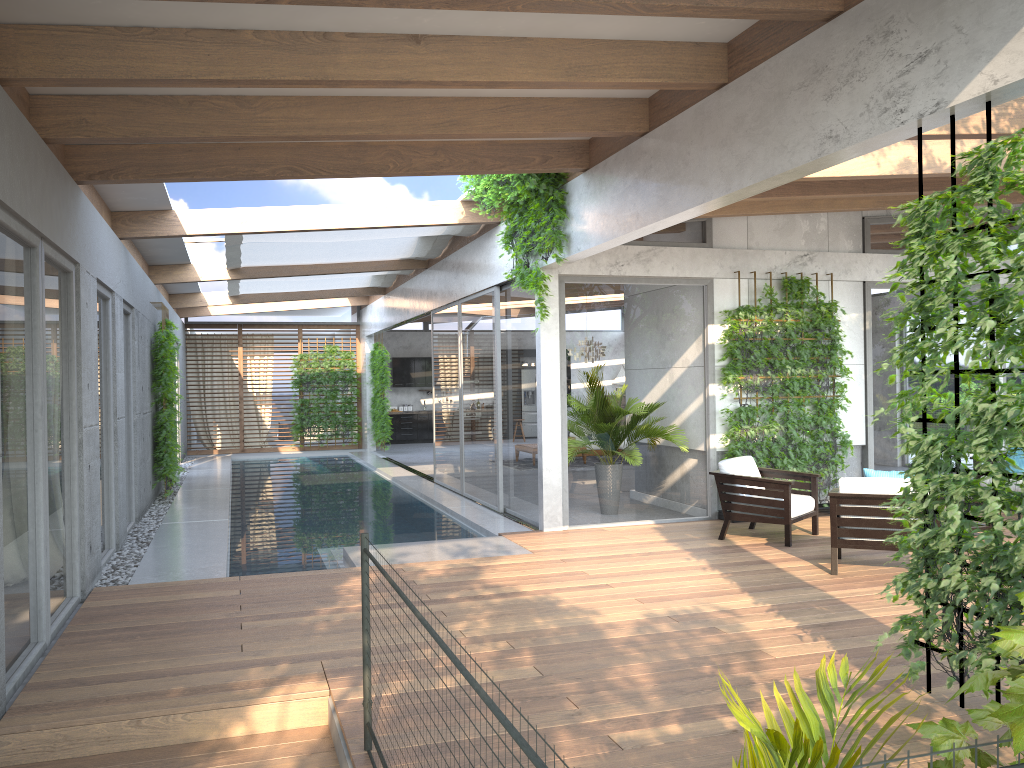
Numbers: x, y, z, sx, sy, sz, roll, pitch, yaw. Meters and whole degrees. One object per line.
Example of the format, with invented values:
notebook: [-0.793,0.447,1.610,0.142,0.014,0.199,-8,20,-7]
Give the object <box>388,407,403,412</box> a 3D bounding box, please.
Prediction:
object: [-3.167,0.675,23.646,0.381,0.134,0.590,-1,0,-29]

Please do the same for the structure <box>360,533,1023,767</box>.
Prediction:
structure: [7.007,1.115,10.421,15.587,3.022,31.708,-1,0,23]

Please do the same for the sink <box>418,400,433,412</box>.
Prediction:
sink: [-2.310,0.697,23.898,0.526,0.514,0.514,-1,0,-17]

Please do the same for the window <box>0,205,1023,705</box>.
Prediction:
window: [0.730,-0.337,17.466,14.294,3.764,23.280,-1,0,-17]

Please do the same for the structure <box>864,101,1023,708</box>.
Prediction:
structure: [2.132,0.116,3.602,0.500,2.687,1.807,-1,0,-17]

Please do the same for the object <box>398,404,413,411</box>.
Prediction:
object: [-2.876,0.637,23.939,0.405,0.200,0.147,-1,0,-16]

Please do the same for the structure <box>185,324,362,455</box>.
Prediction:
structure: [-5.816,0.101,21.435,4.313,3.079,0.085,-1,0,-17]

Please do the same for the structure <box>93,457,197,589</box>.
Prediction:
structure: [-5.255,1.635,13.383,0.477,0.068,13.673,-1,0,-17]

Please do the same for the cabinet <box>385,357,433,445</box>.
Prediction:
cabinet: [-1.136,0.307,24.290,5.901,2.502,0.709,-1,0,-19]

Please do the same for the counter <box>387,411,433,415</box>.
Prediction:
counter: [-2.119,0.755,23.956,3.805,0.061,0.607,-1,0,-17]

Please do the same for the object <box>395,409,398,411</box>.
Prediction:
object: [-3.072,0.696,23.515,0.072,0.057,0.083,-1,0,-42]

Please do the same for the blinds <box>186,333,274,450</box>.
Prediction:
blinds: [-6.778,0.204,21.502,2.087,2.898,0.692,-1,0,-14]

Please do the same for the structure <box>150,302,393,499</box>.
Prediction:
structure: [-4.016,0.207,16.939,2.739,2.687,10.282,-1,0,0]

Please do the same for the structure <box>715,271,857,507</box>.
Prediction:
structure: [3.082,0.086,9.890,1.851,2.669,0.500,-1,0,-17]

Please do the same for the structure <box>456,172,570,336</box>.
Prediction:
structure: [0.021,-1.491,8.932,0.918,2.054,1.822,-1,0,-20]

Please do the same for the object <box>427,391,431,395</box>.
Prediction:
object: [-2.262,0.236,24.164,0.117,0.139,0.093,-1,0,-15]

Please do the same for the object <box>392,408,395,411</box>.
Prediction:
object: [-3.142,0.683,23.470,0.090,0.087,0.086,-1,0,-40]
